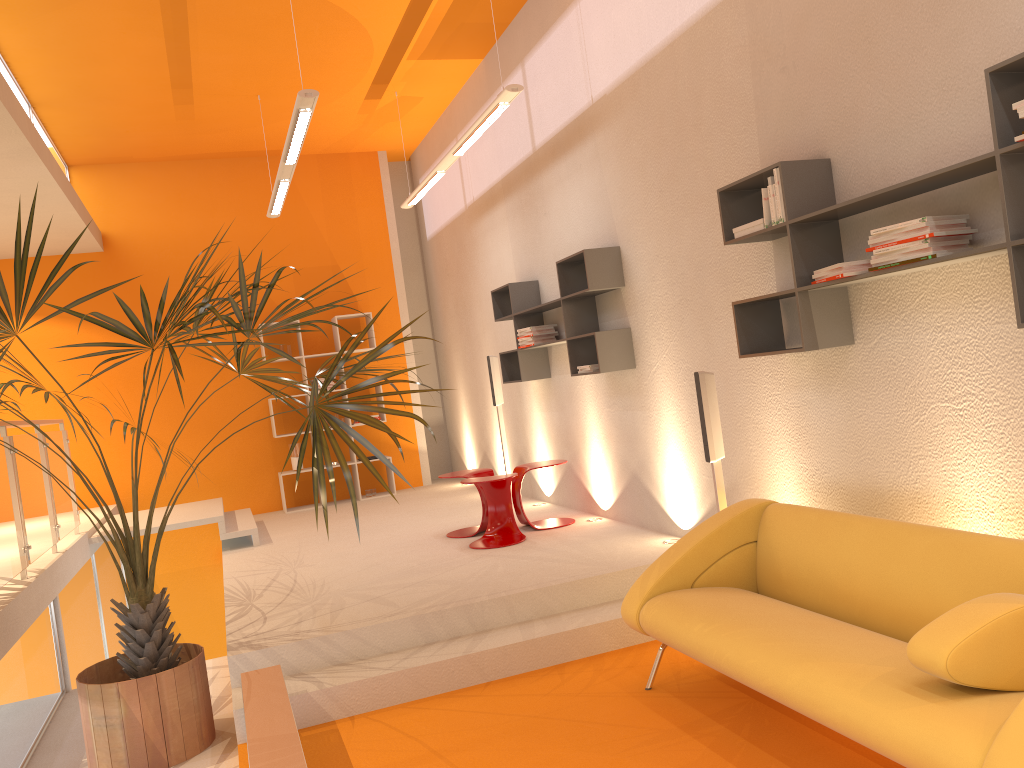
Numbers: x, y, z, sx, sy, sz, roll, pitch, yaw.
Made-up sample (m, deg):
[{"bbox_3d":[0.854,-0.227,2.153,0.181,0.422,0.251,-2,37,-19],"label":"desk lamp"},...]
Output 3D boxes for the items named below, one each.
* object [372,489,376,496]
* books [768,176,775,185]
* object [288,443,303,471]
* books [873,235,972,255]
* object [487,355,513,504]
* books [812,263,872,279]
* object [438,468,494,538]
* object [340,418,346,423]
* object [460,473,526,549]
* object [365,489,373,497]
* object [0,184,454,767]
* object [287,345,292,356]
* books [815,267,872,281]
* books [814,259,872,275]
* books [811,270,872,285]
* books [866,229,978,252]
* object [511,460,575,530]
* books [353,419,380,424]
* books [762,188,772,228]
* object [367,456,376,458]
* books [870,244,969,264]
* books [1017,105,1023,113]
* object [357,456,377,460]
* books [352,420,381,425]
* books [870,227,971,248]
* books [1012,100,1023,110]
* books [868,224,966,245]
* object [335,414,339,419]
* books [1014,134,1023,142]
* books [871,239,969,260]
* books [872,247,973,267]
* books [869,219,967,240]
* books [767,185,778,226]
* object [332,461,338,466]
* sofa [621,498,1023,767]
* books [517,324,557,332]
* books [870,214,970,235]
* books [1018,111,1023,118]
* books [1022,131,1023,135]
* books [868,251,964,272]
[{"bbox_3d":[1.335,2.183,3.742,0.102,2.685,13.193,-8,1,-24],"label":"object"},{"bbox_3d":[1.203,-0.788,3.800,0.207,0.210,0.021,-8,1,-19],"label":"books"},{"bbox_3d":[-2.302,0.780,9.469,0.129,0.291,0.129,-8,1,9],"label":"object"},{"bbox_3d":[1.446,-0.490,3.128,0.230,0.017,0.226,-8,1,-29],"label":"books"},{"bbox_3d":[-0.102,0.401,7.837,0.116,1.317,0.111,-8,1,-22],"label":"object"},{"bbox_3d":[1.325,-0.446,3.476,0.190,0.015,0.254,-8,1,-8],"label":"books"},{"bbox_3d":[-0.310,0.879,6.587,0.420,0.450,0.391,-7,1,41],"label":"object"},{"bbox_3d":[0.334,1.879,6.348,0.190,3.502,7.694,-8,1,-30],"label":"object"},{"bbox_3d":[-0.125,0.860,6.069,0.391,0.450,0.420,-8,1,11],"label":"object"},{"bbox_3d":[0.901,2.225,4.981,0.129,2.692,10.507,-8,1,-26],"label":"object"},{"bbox_3d":[-1.895,0.486,4.531,3.098,2.600,3.241,-8,1,-10],"label":"object"},{"bbox_3d":[-1.937,2.279,6.081,0.351,5.384,6.779,-8,1,1],"label":"object"},{"bbox_3d":[1.329,-0.433,3.466,0.190,0.011,0.268,-8,1,-2],"label":"books"},{"bbox_3d":[1.321,-0.461,3.468,0.190,0.015,0.254,-8,1,-2],"label":"books"},{"bbox_3d":[1.330,-0.421,3.462,0.210,0.013,0.297,-8,1,-4],"label":"books"},{"bbox_3d":[1.437,-0.504,3.121,0.210,0.013,0.297,-8,1,-24],"label":"books"},{"bbox_3d":[0.224,0.808,6.479,0.420,0.450,0.391,-8,1,-19],"label":"object"},{"bbox_3d":[-1.584,0.406,9.662,0.268,0.011,0.190,-8,1,-17],"label":"books"},{"bbox_3d":[1.183,-0.765,3.825,0.230,0.169,0.023,-8,1,-19],"label":"books"},{"bbox_3d":[-1.548,0.810,9.711,0.178,0.020,0.178,-8,1,-2],"label":"object"},{"bbox_3d":[1.436,-0.457,3.134,0.190,0.015,0.254,-8,1,-28],"label":"books"},{"bbox_3d":[1.586,-0.800,2.467,0.254,0.015,0.190,-8,1,-12],"label":"books"},{"bbox_3d":[-1.544,0.811,9.709,0.294,0.020,0.294,-7,1,21],"label":"object"},{"bbox_3d":[-1.587,0.418,9.661,0.296,0.013,0.210,-8,1,-19],"label":"books"},{"bbox_3d":[1.434,-0.516,3.125,0.190,0.011,0.268,-8,1,-22],"label":"books"},{"bbox_3d":[1.584,-0.816,2.481,0.226,0.017,0.230,-8,1,-19],"label":"books"},{"bbox_3d":[1.427,-0.528,3.134,0.190,0.015,0.254,-8,1,-28],"label":"books"},{"bbox_3d":[-1.927,2.693,5.901,0.870,4.604,7.392,-8,1,12],"label":"object"},{"bbox_3d":[1.608,-0.730,2.474,0.210,0.013,0.297,-8,1,-19],"label":"books"},{"bbox_3d":[1.435,-0.472,3.126,0.190,0.015,0.254,-8,1,-22],"label":"books"},{"bbox_3d":[1.443,-0.445,3.126,0.190,0.011,0.268,-8,1,-22],"label":"books"},{"bbox_3d":[1.425,-0.543,3.125,0.190,0.015,0.254,-8,1,-22],"label":"books"},{"bbox_3d":[1.202,-0.767,3.774,0.230,0.169,0.027,-8,1,-19],"label":"books"},{"bbox_3d":[-1.921,0.857,9.522,0.105,0.035,0.106,-7,1,25],"label":"object"},{"bbox_3d":[1.229,0.876,3.042,0.929,0.706,2.081,-8,1,-19],"label":"sofa"},{"bbox_3d":[0.193,-0.432,6.847,0.230,0.017,0.227,-8,1,-29],"label":"books"},{"bbox_3d":[1.436,-0.561,3.127,0.230,0.017,0.226,-8,1,-29],"label":"books"},{"bbox_3d":[1.593,-0.785,2.468,0.230,0.017,0.226,-8,1,-24],"label":"books"},{"bbox_3d":[1.607,-0.742,2.470,0.190,0.011,0.268,-8,1,-17],"label":"books"},{"bbox_3d":[1.446,-0.433,3.122,0.210,0.013,0.297,-8,1,-24],"label":"books"}]
